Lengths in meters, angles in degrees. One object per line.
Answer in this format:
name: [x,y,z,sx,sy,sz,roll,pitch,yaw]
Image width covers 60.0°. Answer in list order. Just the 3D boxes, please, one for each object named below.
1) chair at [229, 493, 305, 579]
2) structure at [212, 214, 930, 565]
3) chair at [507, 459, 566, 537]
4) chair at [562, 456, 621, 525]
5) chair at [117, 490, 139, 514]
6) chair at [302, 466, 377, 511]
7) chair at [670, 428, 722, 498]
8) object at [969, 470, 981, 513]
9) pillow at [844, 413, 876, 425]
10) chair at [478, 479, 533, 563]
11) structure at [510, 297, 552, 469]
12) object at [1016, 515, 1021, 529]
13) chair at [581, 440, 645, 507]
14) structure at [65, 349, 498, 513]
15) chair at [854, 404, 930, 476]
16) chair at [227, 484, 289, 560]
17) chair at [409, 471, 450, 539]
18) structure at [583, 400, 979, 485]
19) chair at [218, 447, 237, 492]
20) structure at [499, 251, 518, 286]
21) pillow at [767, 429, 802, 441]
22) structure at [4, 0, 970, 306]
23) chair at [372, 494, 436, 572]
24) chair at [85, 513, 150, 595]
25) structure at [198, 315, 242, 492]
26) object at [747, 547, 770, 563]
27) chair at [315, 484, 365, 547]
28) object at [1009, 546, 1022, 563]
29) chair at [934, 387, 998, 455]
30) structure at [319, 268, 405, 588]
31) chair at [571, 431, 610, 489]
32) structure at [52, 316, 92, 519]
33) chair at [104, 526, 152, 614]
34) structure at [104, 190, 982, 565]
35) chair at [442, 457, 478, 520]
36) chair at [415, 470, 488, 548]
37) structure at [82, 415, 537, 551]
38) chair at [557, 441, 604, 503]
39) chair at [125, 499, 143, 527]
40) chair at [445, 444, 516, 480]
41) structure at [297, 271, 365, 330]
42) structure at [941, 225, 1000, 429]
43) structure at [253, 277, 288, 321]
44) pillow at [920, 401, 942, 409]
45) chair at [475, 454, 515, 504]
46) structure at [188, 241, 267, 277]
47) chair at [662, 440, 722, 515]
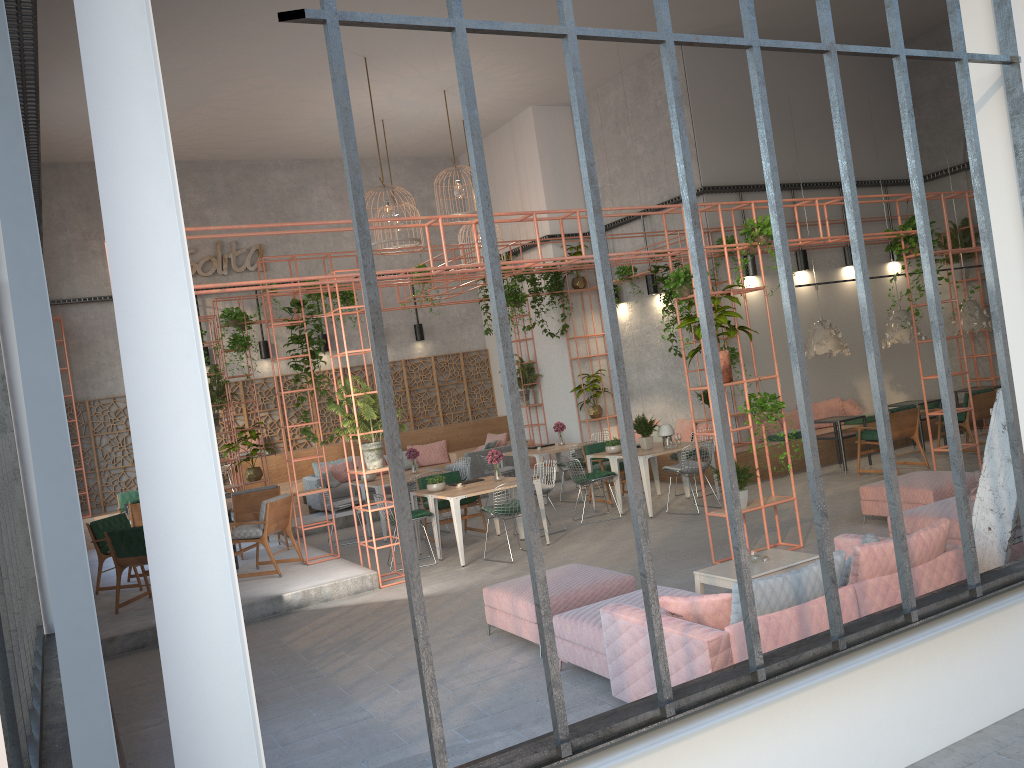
chair: [-3.033,1.855,10.790,0.685,0.914,0.722,-8,0,12]
structure: [2.325,-0.712,15.774,14.096,4.345,4.501,-9,0,-29]
chair: [0.310,1.539,11.904,0.717,0.941,0.565,-9,0,-27]
chair: [1.117,1.417,12.345,0.717,0.941,0.565,-8,0,-12]
chair: [-6.417,2.310,15.387,0.722,0.929,0.685,-9,0,-28]
chair: [-3.137,1.902,16.264,1.127,0.586,1.056,-9,0,-28]
chair: [2.737,1.173,13.218,0.717,0.941,0.565,-9,0,-27]
object: [3.240,0.807,6.044,0.216,0.430,0.219,-9,1,-34]
pillow: [6.030,0.602,15.183,0.637,0.149,0.491,-9,0,-27]
chair: [-0.034,1.599,10.585,0.565,0.941,0.717,-9,0,-32]
structure: [0.246,-0.048,18.579,0.424,3.596,0.624,-9,0,-28]
object: [3.472,0.839,6.127,0.223,0.297,0.223,-8,0,-9]
chair: [1.572,1.345,13.638,0.722,0.917,0.685,-9,0,-28]
structure: [-4.056,0.788,18.417,9.782,2.103,0.132,-9,0,-28]
chair: [5.393,0.798,12.658,0.722,0.929,0.685,-9,0,-28]
chair: [-3.613,1.920,12.516,0.722,0.929,0.685,-9,0,-28]
chair: [-1.305,1.767,13.120,0.565,0.941,0.717,-9,0,-32]
structure: [4.966,1.046,16.743,5.831,0.500,4.386,-9,0,-28]
chair: [-5.013,1.542,15.168,0.565,0.941,0.717,-8,0,-19]
structure: [-0.186,-2.354,18.434,0.903,0.803,0.934,-8,1,34]
pillow: [4.516,0.830,14.375,0.637,0.149,0.491,-9,0,-27]
structure: [1.409,-2.887,12.857,15.203,0.110,15.603,-9,0,-28]
chair: [-1.310,1.783,11.030,0.717,0.941,0.565,-8,0,-12]
chair: [-4.857,2.118,11.286,0.685,0.917,0.722,-8,0,12]
structure: [-4.819,0.732,14.001,0.722,3.623,0.748,-9,0,-28]
object: [1.888,1.346,6.875,0.156,0.145,0.199,-8,0,-13]
chair: [-2.581,1.950,13.566,0.717,0.941,0.565,-8,0,-12]
object: [3.493,1.240,6.273,0.192,0.320,0.208,-9,0,-22]
chair: [6.942,0.565,13.484,0.722,0.930,0.685,-9,0,-28]
structure: [-1.690,0.502,10.292,0.424,3.602,0.624,-9,0,-28]
chair: [1.432,1.346,15.715,0.717,0.941,0.565,-9,0,-27]
structure: [-8.018,0.623,15.842,0.424,3.591,0.624,-9,0,-28]
chair: [-4.006,2.005,9.928,0.722,0.914,0.685,-8,0,12]
structure: [4.505,-0.412,8.358,14.689,4.247,4.157,-9,0,-28]
chair: [-0.961,1.706,14.439,0.717,0.941,0.565,-9,0,-27]
chair: [-0.856,1.711,12.325,0.722,0.917,0.685,-9,0,-28]
structure: [-3.393,1.763,16.808,9.152,1.111,3.396,-9,0,-28]
chair: [1.088,1.406,14.396,0.565,0.941,0.717,-9,0,-32]
chair: [-5.509,2.190,13.651,0.722,0.929,0.685,-9,0,-28]
chair: [-0.600,1.567,17.153,1.052,0.672,1.127,-9,0,-28]
structure: [-3.699,-1.651,17.808,1.434,1.290,0.670,-9,0,-28]
structure: [8.366,-1.013,15.918,0.430,3.597,0.630,-9,0,-28]
structure: [-4.748,-1.654,17.313,0.605,0.972,0.587,-9,0,-29]
pillow: [7.580,0.368,16.010,0.637,0.149,0.491,-9,0,-27]
chair: [-0.189,1.590,14.842,0.717,0.941,0.565,-8,0,-12]
structure: [-5.843,-2.507,17.699,1.807,0.695,0.087,-9,0,-28]
chair: [2.393,1.233,11.899,0.565,0.941,0.717,-9,0,-32]
